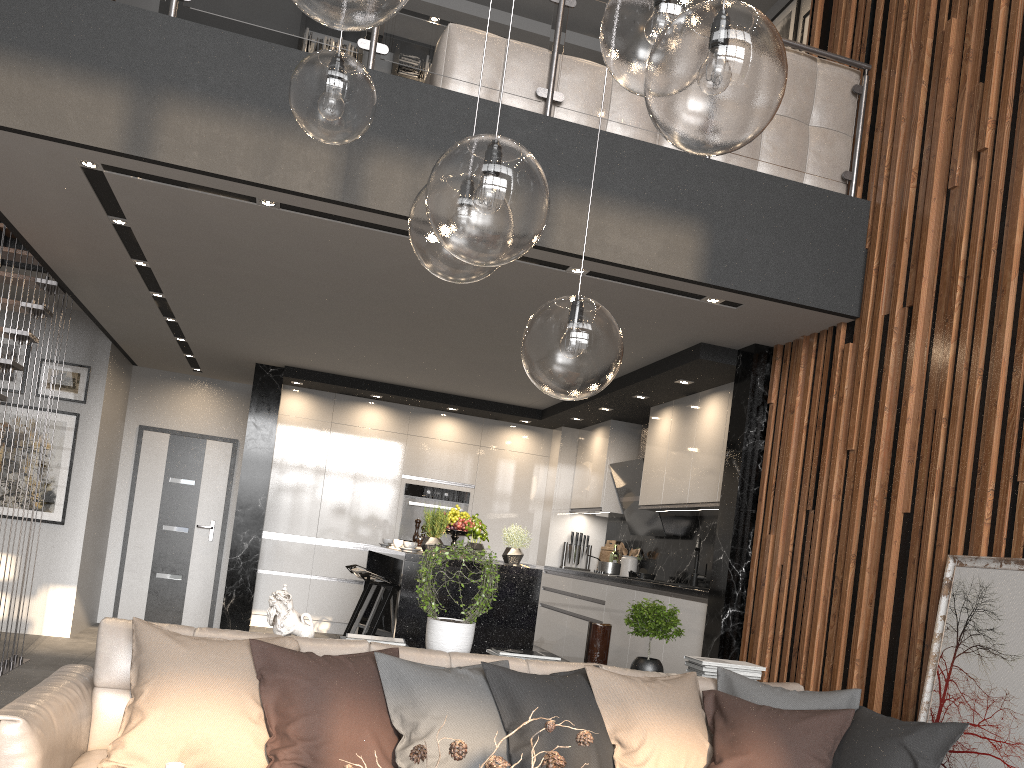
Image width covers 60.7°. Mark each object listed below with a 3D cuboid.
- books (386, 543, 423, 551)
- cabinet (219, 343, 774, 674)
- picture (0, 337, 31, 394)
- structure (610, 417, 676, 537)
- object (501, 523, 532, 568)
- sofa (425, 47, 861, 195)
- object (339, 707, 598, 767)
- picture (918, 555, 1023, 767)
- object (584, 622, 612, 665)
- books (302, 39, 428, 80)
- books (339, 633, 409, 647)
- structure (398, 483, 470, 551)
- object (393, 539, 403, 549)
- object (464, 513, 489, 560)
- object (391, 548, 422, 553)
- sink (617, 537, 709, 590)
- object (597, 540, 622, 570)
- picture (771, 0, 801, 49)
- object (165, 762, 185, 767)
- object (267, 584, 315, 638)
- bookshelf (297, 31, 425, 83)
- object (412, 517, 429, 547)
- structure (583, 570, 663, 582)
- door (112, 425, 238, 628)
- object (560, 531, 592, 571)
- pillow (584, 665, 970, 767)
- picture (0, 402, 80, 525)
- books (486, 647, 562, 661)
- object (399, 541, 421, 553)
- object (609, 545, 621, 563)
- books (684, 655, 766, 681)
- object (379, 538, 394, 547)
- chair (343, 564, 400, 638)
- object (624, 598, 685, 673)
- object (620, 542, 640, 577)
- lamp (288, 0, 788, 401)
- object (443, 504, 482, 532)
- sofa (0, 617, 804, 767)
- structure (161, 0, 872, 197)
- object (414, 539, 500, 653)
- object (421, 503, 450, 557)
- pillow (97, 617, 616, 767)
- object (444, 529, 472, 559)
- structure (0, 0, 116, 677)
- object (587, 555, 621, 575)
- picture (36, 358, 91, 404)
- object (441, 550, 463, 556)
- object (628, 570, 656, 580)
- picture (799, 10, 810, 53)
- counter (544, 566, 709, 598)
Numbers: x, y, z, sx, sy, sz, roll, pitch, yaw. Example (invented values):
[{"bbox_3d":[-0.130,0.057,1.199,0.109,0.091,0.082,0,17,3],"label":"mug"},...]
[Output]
[{"bbox_3d":[-0.829,1.297,6.940,0.324,0.038,0.174,10,-11,-15],"label":"books"},{"bbox_3d":[-0.356,0.882,6.840,3.641,3.205,6.263,9,-9,-14],"label":"cabinet"},{"bbox_3d":[-4.405,-0.194,7.557,0.412,0.501,0.025,9,-2,-15],"label":"picture"},{"bbox_3d":[1.157,0.790,7.546,0.416,1.021,0.742,8,-5,-14],"label":"structure"},{"bbox_3d":[0.024,1.066,5.812,0.221,0.281,0.213,7,-5,-1],"label":"object"},{"bbox_3d":[0.479,-1.319,5.387,2.290,0.773,2.310,10,-10,-14],"label":"sofa"},{"bbox_3d":[-0.058,0.908,1.689,0.551,0.597,0.316,13,-7,-43],"label":"object"},{"bbox_3d":[1.800,1.134,3.234,0.102,0.989,0.733,8,-5,-14],"label":"picture"},{"bbox_3d":[0.393,1.237,4.047,0.109,0.265,0.109,8,-3,-9],"label":"object"},{"bbox_3d":[-0.358,-1.783,8.295,3.459,2.311,0.212,9,-2,-15],"label":"books"},{"bbox_3d":[-0.593,1.152,3.797,0.350,0.099,0.196,10,-9,-15],"label":"books"},{"bbox_3d":[-0.845,1.385,8.951,0.659,0.626,0.657,9,-7,-14],"label":"structure"},{"bbox_3d":[-0.855,1.206,6.576,0.076,0.070,0.085,3,-9,35],"label":"object"},{"bbox_3d":[-0.236,1.000,5.715,0.179,0.309,0.174,8,-4,-3],"label":"object"},{"bbox_3d":[-0.793,1.238,6.520,0.229,0.003,0.231,10,-11,-14],"label":"object"},{"bbox_3d":[1.236,1.395,6.530,0.501,0.540,1.123,9,-9,-14],"label":"sink"},{"bbox_3d":[0.951,1.686,8.535,0.098,0.327,0.404,8,-7,-14],"label":"object"},{"bbox_3d":[1.958,-2.496,6.908,0.025,0.647,1.000,8,-8,-14],"label":"picture"},{"bbox_3d":[-0.592,0.942,1.699,0.315,0.394,0.324,7,-5,5],"label":"object"},{"bbox_3d":[-0.925,0.992,3.683,0.207,0.287,0.137,7,-3,5],"label":"object"},{"bbox_3d":[-0.366,-1.739,8.302,3.542,2.495,0.248,9,-2,-15],"label":"bookshelf"},{"bbox_3d":[-0.743,1.283,7.445,0.152,0.281,0.200,10,-5,-31],"label":"object"},{"bbox_3d":[0.948,1.650,7.493,0.513,0.059,0.606,10,-11,-14],"label":"structure"},{"bbox_3d":[-3.479,1.527,9.064,0.980,2.064,0.169,8,-2,-15],"label":"door"},{"bbox_3d":[0.649,1.660,8.698,0.324,0.369,0.067,9,-2,-15],"label":"object"},{"bbox_3d":[0.955,1.435,3.410,1.377,0.542,0.776,5,-8,16],"label":"pillow"},{"bbox_3d":[-4.287,0.675,7.590,0.876,0.985,0.025,9,-2,-15],"label":"picture"},{"bbox_3d":[0.035,1.259,3.962,0.327,0.098,0.206,10,-9,-14],"label":"books"},{"bbox_3d":[-0.701,1.120,6.013,0.155,0.070,0.158,-2,-13,43],"label":"object"},{"bbox_3d":[0.973,1.654,8.236,0.090,0.280,0.082,8,-3,-14],"label":"object"},{"bbox_3d":[1.004,1.397,4.172,0.334,0.149,0.201,10,-8,-14],"label":"books"},{"bbox_3d":[-1.017,1.307,7.192,0.155,0.069,0.158,-2,-13,43],"label":"object"},{"bbox_3d":[-1.037,1.757,6.518,0.437,0.727,1.745,8,-9,-14],"label":"chair"},{"bbox_3d":[0.651,1.213,4.121,0.308,0.404,0.276,4,-6,35],"label":"object"},{"bbox_3d":[1.065,1.595,7.919,0.176,0.302,0.159,8,-4,-11],"label":"object"},{"bbox_3d":[0.226,-2.515,1.746,1.239,4.953,1.231,8,-2,-17],"label":"lamp"},{"bbox_3d":[-0.376,0.946,6.071,0.350,0.213,0.321,10,-8,-17],"label":"object"},{"bbox_3d":[0.064,1.376,2.780,3.263,0.810,1.894,10,-10,-14],"label":"sofa"},{"bbox_3d":[-0.618,-1.400,5.608,4.247,0.732,3.410,10,-11,-14],"label":"structure"},{"bbox_3d":[-0.258,0.968,3.869,0.390,0.571,0.215,10,-4,-34],"label":"object"},{"bbox_3d":[-0.488,0.931,5.668,0.195,0.365,0.189,5,-4,30],"label":"object"},{"bbox_3d":[-0.399,1.207,3.154,1.953,0.495,0.547,10,-7,-16],"label":"pillow"},{"bbox_3d":[-0.402,1.107,6.055,0.366,0.186,0.374,0,-12,39],"label":"object"},{"bbox_3d":[-3.356,-1.203,4.924,1.185,5.994,3.615,8,-4,-14],"label":"structure"},{"bbox_3d":[0.819,1.596,7.694,0.202,0.152,0.350,11,-10,-23],"label":"object"},{"bbox_3d":[-3.938,-0.025,7.683,0.412,0.331,0.025,9,-2,-15],"label":"picture"},{"bbox_3d":[-0.494,1.452,7.498,0.292,0.030,0.405,10,-11,-14],"label":"object"},{"bbox_3d":[1.048,1.600,7.351,0.357,0.060,0.232,15,-13,-35],"label":"object"},{"bbox_3d":[2.161,-2.503,6.103,0.025,0.406,0.509,8,-7,-14],"label":"picture"},{"bbox_3d":[1.056,1.605,7.077,0.614,0.040,3.492,10,-11,-13],"label":"counter"}]
